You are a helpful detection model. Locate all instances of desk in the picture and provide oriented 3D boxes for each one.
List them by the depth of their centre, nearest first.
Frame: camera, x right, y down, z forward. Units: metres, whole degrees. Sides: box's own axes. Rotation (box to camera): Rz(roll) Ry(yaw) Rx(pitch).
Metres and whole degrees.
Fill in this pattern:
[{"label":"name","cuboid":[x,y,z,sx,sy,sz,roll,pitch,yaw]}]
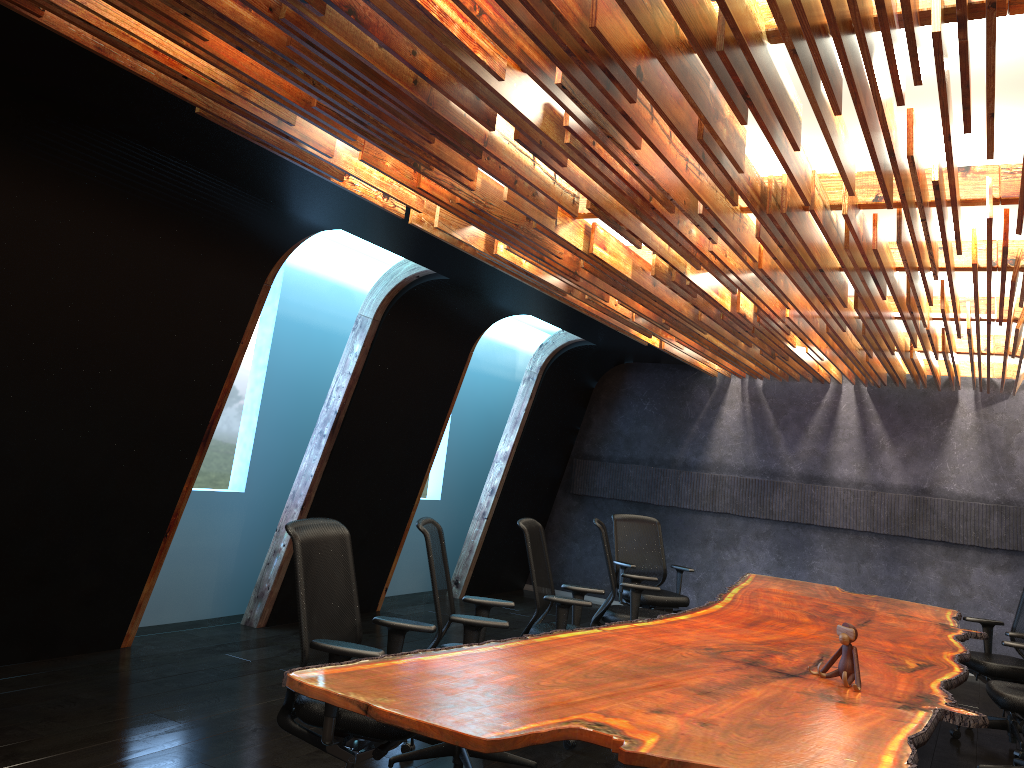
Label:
[{"label":"desk","cuboid":[1.597,1.837,5.054,2.039,0.834,6.516,3,-7,29]}]

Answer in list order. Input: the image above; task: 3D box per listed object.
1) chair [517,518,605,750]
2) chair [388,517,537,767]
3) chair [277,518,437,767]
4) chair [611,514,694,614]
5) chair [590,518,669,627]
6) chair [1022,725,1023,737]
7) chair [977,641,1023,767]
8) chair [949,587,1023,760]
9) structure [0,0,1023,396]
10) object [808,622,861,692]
[{"label":"chair","cuboid":[0.392,1.539,5.603,0.798,1.266,0.793,4,-11,13]},{"label":"chair","cuboid":[-0.166,1.377,4.574,0.797,1.266,0.794,6,-11,3]},{"label":"chair","cuboid":[-0.584,1.241,3.646,0.798,1.266,0.793,4,-11,13]},{"label":"chair","cuboid":[1.301,1.884,8.140,0.808,1.266,0.783,12,-12,-26]},{"label":"chair","cuboid":[0.972,1.715,6.756,0.798,1.266,0.793,5,-11,8]},{"label":"chair","cuboid":[2.896,1.711,4.307,0.796,1.266,0.795,7,-11,-1]},{"label":"chair","cuboid":[3.222,1.846,5.337,0.798,1.266,0.793,3,-12,19]},{"label":"chair","cuboid":[3.657,2.006,6.502,0.797,1.266,0.794,6,-11,4]},{"label":"structure","cuboid":[1.669,0.556,4.836,4.534,3.057,11.224,2,-7,29]},{"label":"object","cuboid":[1.420,1.154,3.766,0.127,0.250,0.302,11,-9,-19]}]
